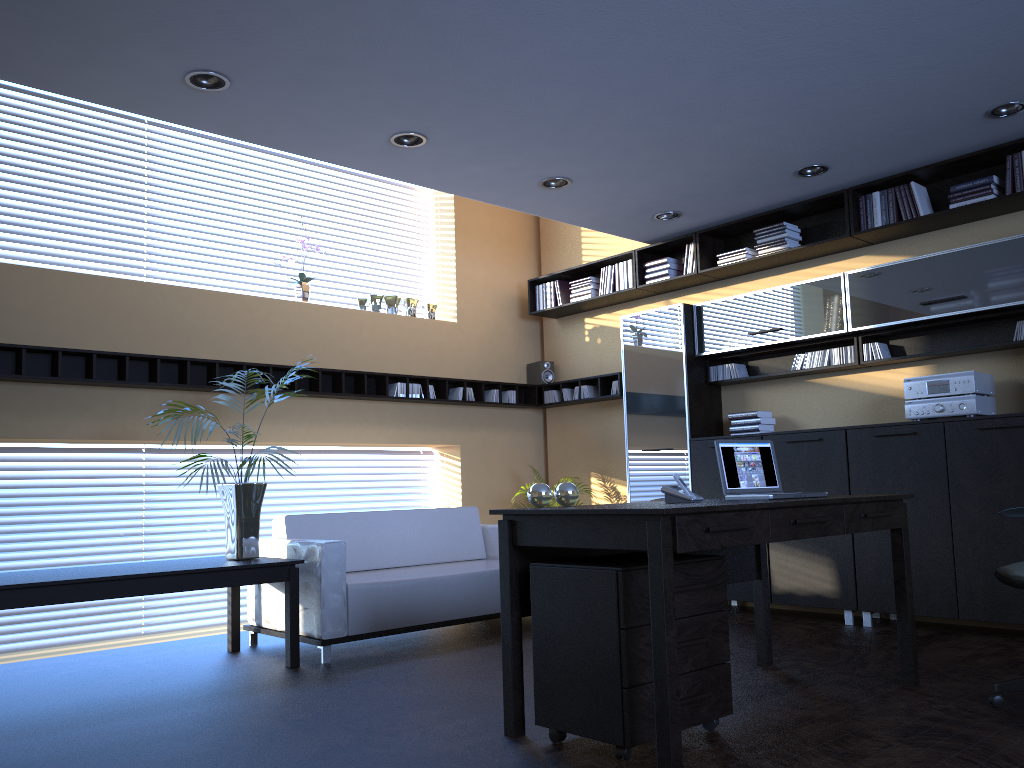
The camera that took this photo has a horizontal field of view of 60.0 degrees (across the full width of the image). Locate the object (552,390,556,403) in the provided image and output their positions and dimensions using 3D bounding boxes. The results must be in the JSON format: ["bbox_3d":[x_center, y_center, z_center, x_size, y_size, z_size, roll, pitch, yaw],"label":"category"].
[{"bbox_3d":[0.443,0.122,8.487,0.142,0.120,0.009,4,-8,-42],"label":"object"}]

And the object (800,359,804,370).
[{"bbox_3d":[2.186,-0.159,6.568,0.142,0.112,0.059,4,-8,-42],"label":"object"}]

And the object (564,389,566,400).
[{"bbox_3d":[0.550,0.105,8.369,0.142,0.119,0.030,4,-8,-42],"label":"object"}]

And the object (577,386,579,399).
[{"bbox_3d":[0.663,0.087,8.245,0.142,0.119,0.030,4,-8,-42],"label":"object"}]

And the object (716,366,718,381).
[{"bbox_3d":[1.687,-0.081,7.110,0.142,0.120,0.009,4,-8,-42],"label":"object"}]

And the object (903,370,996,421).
[{"bbox_3d":[2.783,0.088,5.647,0.363,0.281,0.431,4,-9,-42],"label":"object"}]

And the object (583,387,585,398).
[{"bbox_3d":[0.713,0.079,8.189,0.142,0.119,0.030,4,-8,-42],"label":"object"}]

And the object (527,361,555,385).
[{"bbox_3d":[0.285,-0.094,8.690,0.159,0.229,0.254,2,-7,-32],"label":"object"}]

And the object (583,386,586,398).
[{"bbox_3d":[0.720,0.077,8.181,0.142,0.119,0.030,4,-8,-42],"label":"object"}]

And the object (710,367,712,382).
[{"bbox_3d":[1.645,-0.075,7.154,0.142,0.120,0.009,4,-8,-42],"label":"object"}]

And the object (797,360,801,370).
[{"bbox_3d":[2.177,-0.158,6.574,0.142,0.112,0.059,4,-8,-42],"label":"object"}]

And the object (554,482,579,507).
[{"bbox_3d":[0.232,0.468,3.770,0.105,0.105,0.105,1,-7,-23],"label":"object"}]

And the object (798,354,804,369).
[{"bbox_3d":[2.176,-0.158,6.573,0.140,0.109,0.055,4,-8,-42],"label":"object"}]

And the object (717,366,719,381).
[{"bbox_3d":[1.693,-0.083,7.102,0.142,0.120,0.009,4,-8,-42],"label":"object"}]

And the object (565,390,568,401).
[{"bbox_3d":[0.557,0.104,8.361,0.142,0.119,0.030,4,-8,-42],"label":"object"}]

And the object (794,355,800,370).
[{"bbox_3d":[2.155,-0.154,6.595,0.142,0.112,0.059,4,-8,-42],"label":"object"}]

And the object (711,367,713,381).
[{"bbox_3d":[1.654,-0.076,7.147,0.140,0.118,0.006,4,-8,-42],"label":"object"}]

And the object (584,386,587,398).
[{"bbox_3d":[0.727,0.076,8.174,0.142,0.119,0.030,4,-8,-42],"label":"object"}]

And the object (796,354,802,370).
[{"bbox_3d":[2.167,-0.157,6.577,0.140,0.109,0.055,4,-8,-42],"label":"object"}]

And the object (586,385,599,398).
[{"bbox_3d":[0.744,0.074,8.155,0.142,0.118,0.040,4,-8,-42],"label":"object"}]

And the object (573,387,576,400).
[{"bbox_3d":[0.632,0.093,8.279,0.142,0.118,0.040,4,-8,-42],"label":"object"}]

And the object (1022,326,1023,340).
[{"bbox_3d":[3.174,-0.325,5.456,0.140,0.117,0.026,4,-8,-42],"label":"object"}]

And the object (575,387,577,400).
[{"bbox_3d":[0.649,0.089,8.260,0.142,0.119,0.030,4,-8,-42],"label":"object"}]

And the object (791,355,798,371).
[{"bbox_3d":[2.138,-0.153,6.606,0.142,0.112,0.059,4,-8,-42],"label":"object"}]

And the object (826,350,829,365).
[{"bbox_3d":[2.316,-0.184,6.412,0.140,0.115,0.036,4,-8,-42],"label":"object"}]

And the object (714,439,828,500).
[{"bbox_3d":[1.201,0.389,4.114,0.390,0.282,0.323,2,-7,-32],"label":"object"}]

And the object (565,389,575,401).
[{"bbox_3d":[0.567,0.103,8.350,0.142,0.118,0.040,4,-8,-42],"label":"object"}]

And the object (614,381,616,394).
[{"bbox_3d":[0.968,0.037,7.908,0.142,0.119,0.030,4,-8,-42],"label":"object"}]

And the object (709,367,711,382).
[{"bbox_3d":[1.640,-0.074,7.163,0.142,0.120,0.009,4,-8,-42],"label":"object"}]

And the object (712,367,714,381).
[{"bbox_3d":[1.660,-0.077,7.140,0.140,0.118,0.006,4,-8,-42],"label":"object"}]

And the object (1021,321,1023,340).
[{"bbox_3d":[3.174,-0.324,5.470,0.142,0.119,0.030,4,-8,-42],"label":"object"}]

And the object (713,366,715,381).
[{"bbox_3d":[1.666,-0.078,7.132,0.142,0.120,0.009,4,-8,-42],"label":"object"}]

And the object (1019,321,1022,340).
[{"bbox_3d":[3.167,-0.322,5.478,0.142,0.119,0.030,4,-8,-42],"label":"object"}]

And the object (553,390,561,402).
[{"bbox_3d":[0.460,0.121,8.469,0.142,0.118,0.040,4,-8,-42],"label":"object"}]

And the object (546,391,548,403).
[{"bbox_3d":[0.388,0.131,8.548,0.142,0.120,0.009,4,-8,-42],"label":"object"}]

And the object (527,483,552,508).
[{"bbox_3d":[0.117,0.468,3.735,0.105,0.105,0.105,1,-7,-23],"label":"object"}]

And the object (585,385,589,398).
[{"bbox_3d":[0.734,0.075,8.166,0.142,0.119,0.030,4,-8,-42],"label":"object"}]

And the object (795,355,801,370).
[{"bbox_3d":[2.162,-0.156,6.587,0.142,0.112,0.059,4,-8,-42],"label":"object"}]

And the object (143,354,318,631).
[{"bbox_3d":[-1.885,0.800,5.876,1.040,1.855,1.901,1,-7,-22],"label":"object"}]

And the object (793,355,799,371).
[{"bbox_3d":[2.152,-0.153,6.606,0.142,0.112,0.059,4,-8,-42],"label":"object"}]

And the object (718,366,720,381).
[{"bbox_3d":[1.700,-0.084,7.095,0.142,0.120,0.009,4,-8,-42],"label":"object"}]

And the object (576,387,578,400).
[{"bbox_3d":[0.656,0.088,8.253,0.142,0.119,0.030,4,-8,-42],"label":"object"}]

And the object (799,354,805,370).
[{"bbox_3d":[2.181,-0.159,6.563,0.140,0.109,0.055,4,-8,-42],"label":"object"}]

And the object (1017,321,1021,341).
[{"bbox_3d":[3.160,-0.321,5.485,0.142,0.119,0.030,4,-8,-42],"label":"object"}]

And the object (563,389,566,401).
[{"bbox_3d":[0.543,0.106,8.377,0.142,0.119,0.030,4,-8,-42],"label":"object"}]

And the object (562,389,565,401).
[{"bbox_3d":[0.536,0.107,8.384,0.142,0.119,0.030,4,-8,-42],"label":"object"}]

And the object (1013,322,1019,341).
[{"bbox_3d":[3.150,-0.319,5.496,0.142,0.118,0.040,4,-8,-42],"label":"object"}]

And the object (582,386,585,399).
[{"bbox_3d":[0.699,0.080,8.204,0.142,0.120,0.009,4,-8,-42],"label":"object"}]

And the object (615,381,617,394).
[{"bbox_3d":[0.975,0.036,7.900,0.142,0.119,0.030,4,-8,-42],"label":"object"}]

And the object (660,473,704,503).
[{"bbox_3d":[0.739,0.452,3.856,0.146,0.126,0.130,-6,-7,33],"label":"object"}]
